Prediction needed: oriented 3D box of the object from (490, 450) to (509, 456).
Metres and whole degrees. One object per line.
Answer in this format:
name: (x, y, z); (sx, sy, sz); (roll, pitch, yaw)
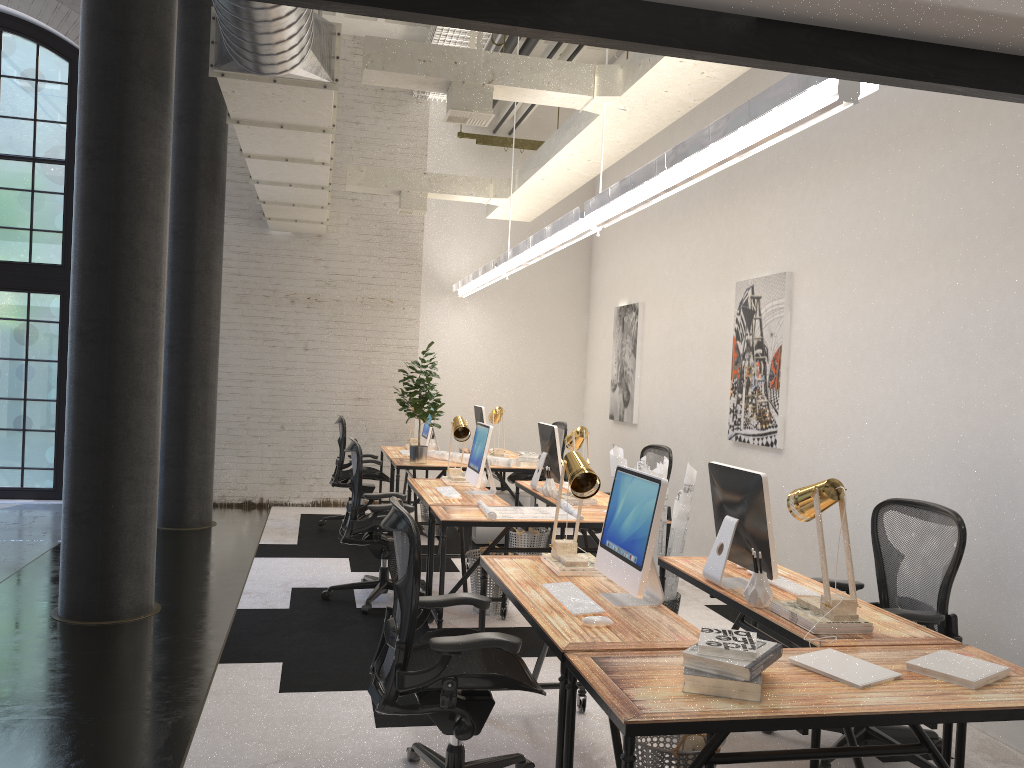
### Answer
object: (-0.128, 0.711, 9.105); (0.118, 0.018, 0.438); (3, 0, -12)

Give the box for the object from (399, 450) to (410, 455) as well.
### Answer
object: (-1.033, 0.670, 8.691); (0.118, 0.018, 0.438); (3, 0, -12)

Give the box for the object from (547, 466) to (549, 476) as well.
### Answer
object: (0.251, 0.673, 6.135); (0.008, 0.207, 0.054); (2, 1, -29)

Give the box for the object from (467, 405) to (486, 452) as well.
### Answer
object: (-0.340, 0.467, 9.077); (0.190, 0.485, 0.483); (3, 1, -12)

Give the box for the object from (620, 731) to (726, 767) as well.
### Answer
object: (0.528, 1.319, 2.979); (0.353, 0.435, 0.358); (2, 1, -16)

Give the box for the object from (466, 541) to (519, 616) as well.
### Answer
object: (-0.132, 1.270, 5.799); (0.353, 0.435, 0.358); (2, 1, -16)

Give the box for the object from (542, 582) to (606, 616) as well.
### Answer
object: (0.221, 0.785, 3.257); (0.118, 0.018, 0.438); (3, 0, -12)

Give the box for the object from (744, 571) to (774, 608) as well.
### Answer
object: (0.920, 0.765, 3.304); (0.101, 0.127, 0.101); (3, 1, 33)

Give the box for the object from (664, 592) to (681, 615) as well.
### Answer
object: (0.742, 1.347, 4.885); (0.353, 0.398, 0.353); (3, 1, 33)

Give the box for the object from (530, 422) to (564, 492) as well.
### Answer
object: (0.254, 0.534, 6.463); (0.190, 0.485, 0.483); (3, 1, -12)

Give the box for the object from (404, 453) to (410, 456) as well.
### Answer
object: (-0.970, 0.668, 8.369); (0.106, 0.029, 0.059); (3, 1, -11)

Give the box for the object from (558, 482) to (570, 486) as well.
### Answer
object: (0.403, 0.765, 6.812); (0.106, 0.029, 0.059); (3, 1, -11)

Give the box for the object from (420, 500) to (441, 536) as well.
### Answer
object: (-0.726, 1.204, 8.413); (0.353, 0.435, 0.358); (2, 1, -16)

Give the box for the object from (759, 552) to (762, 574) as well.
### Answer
object: (0.926, 0.723, 3.290); (0.008, 0.207, 0.054); (4, 2, 43)

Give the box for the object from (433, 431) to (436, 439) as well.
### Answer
object: (-0.811, 0.583, 9.066); (0.054, 0.207, 0.008); (2, 1, -25)

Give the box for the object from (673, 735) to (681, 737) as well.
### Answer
object: (0.770, 1.325, 3.971); (0.353, 0.435, 0.358); (2, 1, -16)

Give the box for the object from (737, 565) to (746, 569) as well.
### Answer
object: (1.064, 0.814, 3.993); (0.106, 0.029, 0.059); (3, 1, -11)

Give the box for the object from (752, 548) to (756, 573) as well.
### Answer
object: (0.912, 0.722, 3.315); (0.008, 0.207, 0.054); (2, 1, -29)

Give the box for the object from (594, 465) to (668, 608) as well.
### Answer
object: (0.455, 0.563, 3.274); (0.190, 0.485, 0.483); (3, 1, -12)

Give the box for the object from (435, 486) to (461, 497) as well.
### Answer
object: (-0.439, 0.736, 6.077); (0.118, 0.018, 0.438); (3, 0, -12)

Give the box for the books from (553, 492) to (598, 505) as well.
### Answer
books: (0.420, 0.767, 5.938); (0.225, 0.038, 0.308); (3, 0, -12)

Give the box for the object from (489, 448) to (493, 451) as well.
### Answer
object: (-0.191, 0.699, 9.426); (0.106, 0.029, 0.059); (3, 1, -11)

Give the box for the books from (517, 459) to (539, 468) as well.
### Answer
books: (0.138, 0.715, 8.009); (0.200, 0.050, 0.271); (3, 0, -15)

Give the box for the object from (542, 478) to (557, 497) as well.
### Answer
object: (0.259, 0.715, 6.124); (0.101, 0.127, 0.101); (3, 1, 33)

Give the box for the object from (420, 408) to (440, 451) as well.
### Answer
object: (-0.800, 0.447, 8.708); (0.190, 0.485, 0.483); (3, 1, -12)

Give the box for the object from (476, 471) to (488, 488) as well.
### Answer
object: (-0.228, 0.690, 6.441); (0.101, 0.127, 0.101); (3, 1, 33)

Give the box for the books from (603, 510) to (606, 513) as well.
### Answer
books: (0.707, 0.796, 5.468); (0.243, 0.019, 0.205); (3, 0, 25)

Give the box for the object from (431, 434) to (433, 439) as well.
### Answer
object: (-0.823, 0.582, 9.068); (0.008, 0.207, 0.054); (4, 2, 43)

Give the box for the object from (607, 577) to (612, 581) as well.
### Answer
object: (0.433, 0.739, 3.621); (0.101, 0.127, 0.101); (3, 1, 33)

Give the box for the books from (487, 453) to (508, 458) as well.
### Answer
books: (-0.174, 0.701, 8.552); (0.225, 0.038, 0.308); (3, 0, -12)

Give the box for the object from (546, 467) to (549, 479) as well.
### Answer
object: (0.252, 0.674, 6.111); (0.054, 0.207, 0.008); (2, 1, -25)

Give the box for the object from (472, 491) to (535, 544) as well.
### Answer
object: (-0.080, 1.229, 8.180); (0.544, 0.455, 0.221); (3, 1, -12)

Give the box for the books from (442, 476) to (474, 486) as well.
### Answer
books: (-0.393, 0.724, 6.628); (0.225, 0.038, 0.308); (3, 0, -12)

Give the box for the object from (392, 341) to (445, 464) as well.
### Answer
object: (-0.821, 0.156, 7.808); (0.439, 1.078, 0.513); (2, 1, -22)

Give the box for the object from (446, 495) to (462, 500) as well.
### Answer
object: (-0.376, 0.734, 5.755); (0.106, 0.029, 0.059); (3, 1, -11)

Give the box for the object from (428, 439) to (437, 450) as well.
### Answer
object: (-0.821, 0.624, 9.055); (0.101, 0.127, 0.101); (3, 1, 33)

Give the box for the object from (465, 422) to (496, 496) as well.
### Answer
object: (-0.206, 0.514, 6.094); (0.190, 0.485, 0.483); (3, 1, -12)

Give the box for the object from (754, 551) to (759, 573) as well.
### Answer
object: (0.913, 0.723, 3.291); (0.054, 0.207, 0.008); (2, 1, -25)

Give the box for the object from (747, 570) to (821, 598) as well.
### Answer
object: (1.126, 0.826, 3.671); (0.118, 0.018, 0.438); (3, 0, -12)

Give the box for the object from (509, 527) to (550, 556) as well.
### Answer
object: (0.109, 1.276, 6.791); (0.353, 0.435, 0.358); (2, 1, -16)

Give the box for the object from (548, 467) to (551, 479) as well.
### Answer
object: (0.265, 0.674, 6.109); (0.008, 0.207, 0.054); (4, 2, 43)

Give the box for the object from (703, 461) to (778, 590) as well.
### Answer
object: (0.915, 0.583, 3.643); (0.190, 0.485, 0.483); (3, 1, -12)

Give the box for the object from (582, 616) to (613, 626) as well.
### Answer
object: (0.284, 0.783, 2.935); (0.106, 0.029, 0.059); (3, 1, -11)

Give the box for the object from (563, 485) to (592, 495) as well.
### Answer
object: (0.466, 0.777, 6.491); (0.118, 0.018, 0.438); (3, 0, -12)
